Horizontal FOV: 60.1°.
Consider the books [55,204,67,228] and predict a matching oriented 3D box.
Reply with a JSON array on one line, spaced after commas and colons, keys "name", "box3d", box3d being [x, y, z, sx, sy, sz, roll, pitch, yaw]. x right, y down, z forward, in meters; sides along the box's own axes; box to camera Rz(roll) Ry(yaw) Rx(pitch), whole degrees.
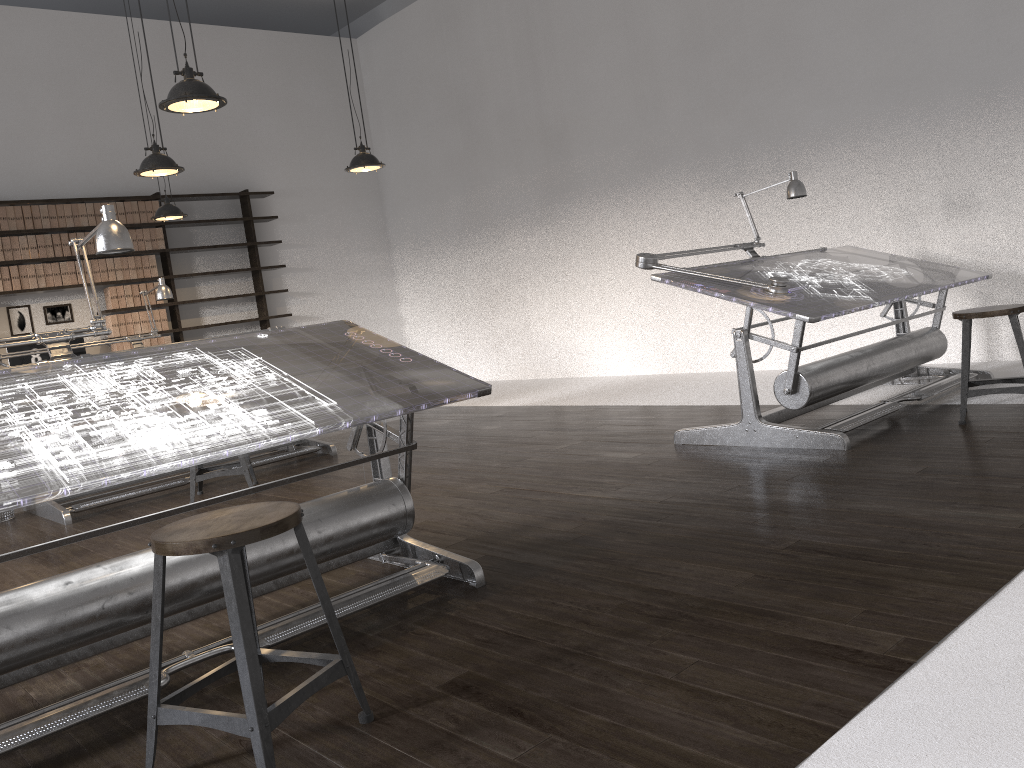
[{"name": "books", "box3d": [-4.327, -1.589, 8.457, 0.067, 0.225, 0.174, -11, 5, -41]}]

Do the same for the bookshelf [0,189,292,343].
[{"name": "bookshelf", "box3d": [-5.932, 0.204, 7.027, 9.225, 3.198, 0.372, -13, 5, -41]}]

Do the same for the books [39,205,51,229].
[{"name": "books", "box3d": [-4.429, -1.564, 8.360, 0.067, 0.225, 0.174, -11, 5, -41]}]

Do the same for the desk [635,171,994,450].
[{"name": "desk", "box3d": [1.710, -0.522, 4.938, 2.079, 1.383, 1.074, -13, 6, -41]}]

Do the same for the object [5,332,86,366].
[{"name": "object", "box3d": [-4.234, -0.192, 8.087, 0.646, 0.516, 0.204, -12, 5, -41]}]

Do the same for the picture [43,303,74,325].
[{"name": "picture", "box3d": [-4.381, -0.673, 8.553, 0.252, 0.183, 0.023, -12, 5, -41]}]

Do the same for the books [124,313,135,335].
[{"name": "books", "box3d": [-3.832, -0.586, 8.808, 0.067, 0.225, 0.174, -11, 5, -41]}]

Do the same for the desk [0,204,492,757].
[{"name": "desk", "box3d": [-1.183, 0.134, 2.650, 2.079, 1.383, 1.074, -13, 6, -41]}]

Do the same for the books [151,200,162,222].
[{"name": "books", "box3d": [-3.658, -1.747, 9.048, 0.067, 0.225, 0.174, -11, 5, -41]}]

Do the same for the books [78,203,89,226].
[{"name": "books", "box3d": [-4.179, -1.624, 8.584, 0.067, 0.225, 0.174, -11, 5, -41]}]

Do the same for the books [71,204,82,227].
[{"name": "books", "box3d": [-4.227, -1.613, 8.544, 0.067, 0.225, 0.174, -11, 5, -41]}]

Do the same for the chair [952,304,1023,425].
[{"name": "chair", "box3d": [2.313, -0.099, 4.239, 0.371, 0.526, 0.360, -6, 4, 27]}]

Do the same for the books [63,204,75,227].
[{"name": "books", "box3d": [-4.273, -1.601, 8.497, 0.067, 0.225, 0.174, -11, 5, -41]}]

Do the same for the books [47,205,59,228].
[{"name": "books", "box3d": [-4.379, -1.577, 8.410, 0.067, 0.225, 0.174, -11, 5, -41]}]

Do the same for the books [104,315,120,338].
[{"name": "books", "box3d": [-3.932, -0.562, 8.711, 0.067, 0.225, 0.174, -11, 5, -41]}]

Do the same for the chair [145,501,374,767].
[{"name": "chair", "box3d": [-0.585, 0.558, 1.948, 0.371, 0.526, 0.360, -6, 4, 27]}]

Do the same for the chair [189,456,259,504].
[{"name": "chair", "box3d": [-1.723, 0.398, 5.208, 0.372, 0.526, 0.359, -9, 4, -13]}]

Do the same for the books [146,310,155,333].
[{"name": "books", "box3d": [-3.673, -0.623, 8.940, 0.067, 0.225, 0.174, -11, 5, -41]}]

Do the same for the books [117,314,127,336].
[{"name": "books", "box3d": [-3.882, -0.574, 8.761, 0.067, 0.225, 0.174, -11, 5, -41]}]

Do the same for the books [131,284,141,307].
[{"name": "books", "box3d": [-3.790, -0.876, 8.867, 0.067, 0.225, 0.174, -11, 5, -41]}]

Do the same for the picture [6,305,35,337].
[{"name": "picture", "box3d": [-4.626, -0.594, 8.335, 0.202, 0.284, 0.022, -12, 4, -42]}]

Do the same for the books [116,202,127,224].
[{"name": "books", "box3d": [-3.914, -1.686, 8.815, 0.067, 0.225, 0.174, -11, 5, -41]}]

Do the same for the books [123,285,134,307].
[{"name": "books", "box3d": [-3.840, -0.864, 8.817, 0.067, 0.225, 0.174, -11, 5, -41]}]

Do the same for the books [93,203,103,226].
[{"name": "books", "box3d": [-4.075, -1.649, 8.680, 0.067, 0.225, 0.174, -11, 5, -41]}]

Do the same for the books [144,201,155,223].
[{"name": "books", "box3d": [-3.712, -1.735, 9.005, 0.067, 0.225, 0.174, -11, 5, -41]}]

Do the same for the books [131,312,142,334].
[{"name": "books", "box3d": [-3.778, -0.598, 8.851, 0.067, 0.225, 0.174, -11, 5, -41]}]

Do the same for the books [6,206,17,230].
[{"name": "books", "box3d": [-4.642, -1.514, 8.174, 0.067, 0.225, 0.174, -11, 5, -41]}]

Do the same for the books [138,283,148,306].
[{"name": "books", "box3d": [-3.731, -0.890, 8.912, 0.067, 0.225, 0.174, -11, 5, -41]}]

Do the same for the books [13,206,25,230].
[{"name": "books", "box3d": [-4.595, -1.526, 8.219, 0.067, 0.225, 0.174, -11, 5, -41]}]

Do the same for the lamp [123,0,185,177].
[{"name": "lamp", "box3d": [-2.424, -2.463, 5.625, 0.311, 2.247, 0.313, -9, 3, -16]}]

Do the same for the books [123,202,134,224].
[{"name": "books", "box3d": [-3.861, -1.699, 8.862, 0.067, 0.225, 0.174, -11, 5, -41]}]

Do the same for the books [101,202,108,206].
[{"name": "books", "box3d": [-4.024, -1.661, 8.727, 0.067, 0.225, 0.174, -11, 5, -41]}]

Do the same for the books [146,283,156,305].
[{"name": "books", "box3d": [-3.680, -0.903, 8.965, 0.067, 0.225, 0.174, -11, 5, -41]}]

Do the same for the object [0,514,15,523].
[{"name": "object", "box3d": [-3.219, 0.664, 5.436, 0.354, 0.377, 0.353, -10, 4, -19]}]

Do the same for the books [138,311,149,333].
[{"name": "books", "box3d": [-3.722, -0.611, 8.896, 0.067, 0.225, 0.174, -11, 5, -41]}]

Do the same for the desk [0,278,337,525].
[{"name": "desk", "box3d": [-2.304, -0.028, 5.908, 2.079, 1.383, 1.074, -13, 6, -41]}]

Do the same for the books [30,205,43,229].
[{"name": "books", "box3d": [-4.485, -1.552, 8.317, 0.067, 0.225, 0.174, -11, 5, -41]}]

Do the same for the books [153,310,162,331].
[{"name": "books", "box3d": [-3.629, -0.634, 8.984, 0.067, 0.225, 0.174, -11, 5, -41]}]

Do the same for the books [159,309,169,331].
[{"name": "books", "box3d": [-3.578, -0.646, 9.031, 0.067, 0.225, 0.174, -11, 5, -41]}]

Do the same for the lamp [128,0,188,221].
[{"name": "lamp", "box3d": [-3.167, -2.563, 7.713, 0.311, 2.247, 0.313, -9, 3, -16]}]

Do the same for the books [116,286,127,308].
[{"name": "books", "box3d": [-3.895, -0.852, 8.773, 0.067, 0.225, 0.174, -11, 5, -41]}]

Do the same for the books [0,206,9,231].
[{"name": "books", "box3d": [-4.686, -1.503, 8.129, 0.067, 0.225, 0.174, -11, 5, -41]}]

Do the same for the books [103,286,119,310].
[{"name": "books", "box3d": [-3.947, -0.839, 8.727, 0.067, 0.225, 0.174, -11, 5, -41]}]

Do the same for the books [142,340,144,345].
[{"name": "books", "box3d": [-3.735, -0.326, 8.866, 0.067, 0.225, 0.174, -11, 5, -41]}]

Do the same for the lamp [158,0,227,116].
[{"name": "lamp", "box3d": [-1.670, -2.419, 4.139, 0.311, 2.260, 0.313, -9, 3, -16]}]

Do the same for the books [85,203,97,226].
[{"name": "books", "box3d": [-4.124, -1.637, 8.631, 0.067, 0.225, 0.174, -11, 5, -41]}]

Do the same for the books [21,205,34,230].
[{"name": "books", "box3d": [-4.537, -1.539, 8.264, 0.067, 0.225, 0.174, -11, 5, -41]}]

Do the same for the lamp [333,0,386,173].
[{"name": "lamp", "box3d": [-1.274, -2.735, 6.647, 0.312, 2.247, 0.312, -7, 3, 29]}]

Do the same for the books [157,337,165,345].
[{"name": "books", "box3d": [-3.585, -0.362, 9.005, 0.067, 0.225, 0.174, -11, 5, -41]}]
